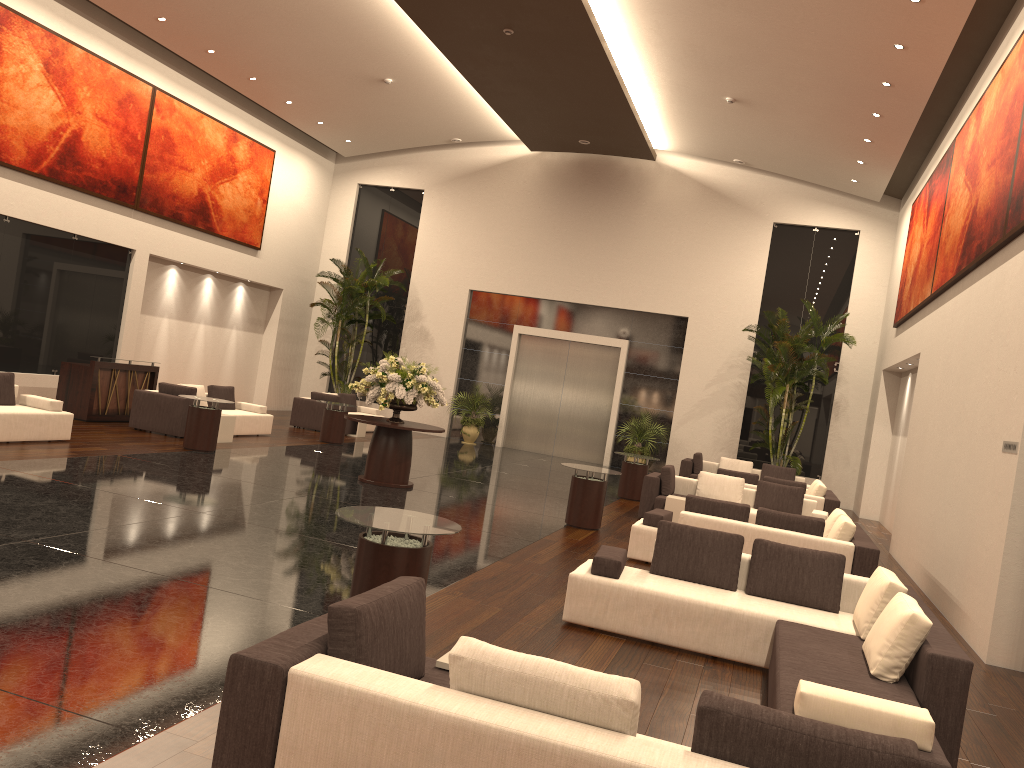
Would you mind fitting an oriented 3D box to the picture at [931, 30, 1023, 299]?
[{"bbox_3d":[6.018,-2.648,11.450,0.070,2.526,4.515,9,0,17],"label":"picture"}]

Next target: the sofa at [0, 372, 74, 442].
[{"bbox_3d":[-6.888,0.278,11.191,1.291,0.862,2.846,9,0,17],"label":"sofa"}]

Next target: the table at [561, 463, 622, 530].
[{"bbox_3d":[1.010,1.533,11.963,0.833,0.795,0.844,9,0,-22],"label":"table"}]

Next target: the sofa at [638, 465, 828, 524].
[{"bbox_3d":[3.442,1.869,13.589,2.846,0.862,1.291,9,0,17],"label":"sofa"}]

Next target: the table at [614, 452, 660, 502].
[{"bbox_3d":[2.210,1.697,16.112,0.833,0.795,0.844,9,0,-22],"label":"table"}]

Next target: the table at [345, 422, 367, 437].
[{"bbox_3d":[-3.578,0.949,20.183,0.400,0.460,0.400,9,0,17],"label":"table"}]

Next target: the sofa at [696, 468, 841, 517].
[{"bbox_3d":[4.583,2.032,16.433,2.586,0.862,3.366,9,0,17],"label":"sofa"}]

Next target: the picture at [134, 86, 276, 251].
[{"bbox_3d":[-6.770,-4.679,20.039,0.070,2.526,4.515,9,0,17],"label":"picture"}]

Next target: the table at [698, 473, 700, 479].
[{"bbox_3d":[4.092,2.148,18.620,0.400,0.460,0.400,9,0,17],"label":"table"}]

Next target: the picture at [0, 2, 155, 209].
[{"bbox_3d":[-8.053,-4.856,15.706,0.070,2.526,4.515,9,0,17],"label":"picture"}]

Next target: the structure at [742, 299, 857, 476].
[{"bbox_3d":[6.350,0.390,20.263,2.436,4.611,2.531,9,0,-12],"label":"structure"}]

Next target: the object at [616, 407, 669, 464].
[{"bbox_3d":[3.106,1.361,21.713,1.373,1.682,1.297,9,0,-35],"label":"object"}]

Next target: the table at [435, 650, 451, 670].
[{"bbox_3d":[-0.145,1.566,4.309,0.400,0.460,0.400,9,0,17],"label":"table"}]

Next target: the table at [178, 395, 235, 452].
[{"bbox_3d":[-4.779,0.624,13.714,0.833,0.795,0.844,9,0,-22],"label":"table"}]

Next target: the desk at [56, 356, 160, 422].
[{"bbox_3d":[-7.181,0.079,15.856,0.760,1.114,1.634,9,0,17],"label":"desk"}]

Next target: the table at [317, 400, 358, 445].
[{"bbox_3d":[-3.580,0.789,17.863,0.833,0.795,0.844,9,0,-22],"label":"table"}]

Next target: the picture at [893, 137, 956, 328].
[{"bbox_3d":[7.301,-2.472,15.782,0.070,2.526,4.515,9,0,17],"label":"picture"}]

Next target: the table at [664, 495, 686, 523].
[{"bbox_3d":[2.483,1.927,13.184,0.400,0.460,0.400,9,0,17],"label":"table"}]

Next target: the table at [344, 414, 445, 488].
[{"bbox_3d":[-1.817,1.024,13.239,1.498,0.921,1.498,9,0,8],"label":"table"}]

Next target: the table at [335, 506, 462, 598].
[{"bbox_3d":[-0.803,1.283,5.838,0.844,0.795,0.833,9,0,-34],"label":"table"}]

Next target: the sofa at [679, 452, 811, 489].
[{"bbox_3d":[5.052,2.091,19.024,2.846,0.862,1.291,9,0,17],"label":"sofa"}]

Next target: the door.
[{"bbox_3d":[1.297,0.378,23.198,2.767,3.048,0.040,9,0,17],"label":"door"}]

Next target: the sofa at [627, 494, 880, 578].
[{"bbox_3d":[2.974,1.810,10.997,2.586,0.862,3.366,9,0,17],"label":"sofa"}]

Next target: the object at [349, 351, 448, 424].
[{"bbox_3d":[-1.638,0.031,13.224,1.453,1.097,1.402,9,0,-27],"label":"object"}]

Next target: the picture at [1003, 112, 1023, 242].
[{"bbox_3d":[4.736,-2.824,7.121,0.070,2.526,4.515,9,0,17],"label":"picture"}]

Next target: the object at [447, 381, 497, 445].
[{"bbox_3d":[-0.981,0.719,23.004,1.373,1.682,1.297,9,0,-40],"label":"object"}]

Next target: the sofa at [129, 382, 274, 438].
[{"bbox_3d":[-5.420,0.480,16.148,1.291,0.862,2.846,9,0,17],"label":"sofa"}]

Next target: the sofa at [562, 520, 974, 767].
[{"bbox_3d":[1.473,1.604,5.866,2.586,0.862,3.366,9,0,17],"label":"sofa"}]

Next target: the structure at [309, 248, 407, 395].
[{"bbox_3d":[-4.238,-1.271,23.615,2.436,4.611,2.531,9,0,-12],"label":"structure"}]

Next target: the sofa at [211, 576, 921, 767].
[{"bbox_3d":[0.441,1.457,3.454,2.846,0.862,1.291,9,0,17],"label":"sofa"}]

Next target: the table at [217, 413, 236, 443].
[{"bbox_3d":[-5.051,0.747,15.210,0.400,0.460,0.400,9,0,17],"label":"table"}]

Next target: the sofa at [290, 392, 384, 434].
[{"bbox_3d":[-3.948,0.682,21.121,1.291,0.862,2.846,9,0,17],"label":"sofa"}]
